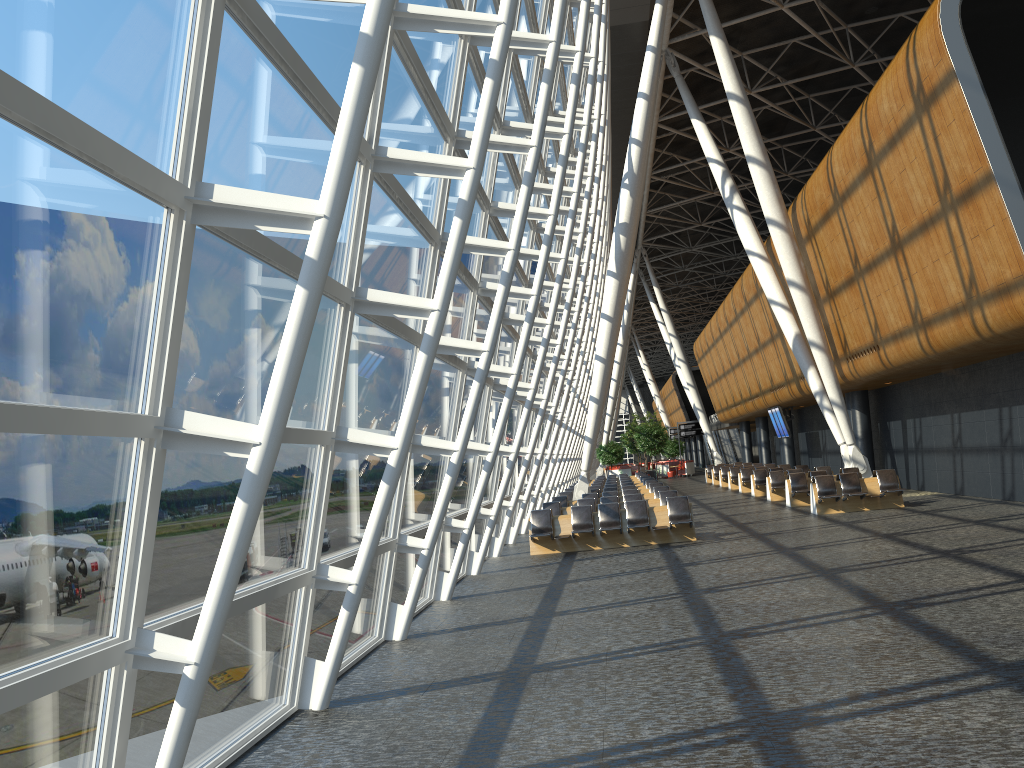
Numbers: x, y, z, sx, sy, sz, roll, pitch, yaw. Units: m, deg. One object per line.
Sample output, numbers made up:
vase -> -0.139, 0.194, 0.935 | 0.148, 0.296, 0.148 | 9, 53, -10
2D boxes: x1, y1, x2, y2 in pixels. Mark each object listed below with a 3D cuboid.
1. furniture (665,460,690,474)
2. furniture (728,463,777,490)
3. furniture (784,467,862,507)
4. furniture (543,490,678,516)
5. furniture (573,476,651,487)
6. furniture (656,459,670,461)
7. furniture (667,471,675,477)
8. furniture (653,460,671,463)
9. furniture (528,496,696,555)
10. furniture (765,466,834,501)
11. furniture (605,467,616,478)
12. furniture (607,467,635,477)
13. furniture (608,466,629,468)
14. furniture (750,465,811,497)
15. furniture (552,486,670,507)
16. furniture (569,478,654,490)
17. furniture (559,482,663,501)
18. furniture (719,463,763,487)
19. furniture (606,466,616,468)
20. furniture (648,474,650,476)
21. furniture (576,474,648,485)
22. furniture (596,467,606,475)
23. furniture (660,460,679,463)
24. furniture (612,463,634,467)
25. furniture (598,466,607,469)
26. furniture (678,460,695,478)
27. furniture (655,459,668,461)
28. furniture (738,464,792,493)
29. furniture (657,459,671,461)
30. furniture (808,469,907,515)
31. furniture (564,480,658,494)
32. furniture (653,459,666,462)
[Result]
furniture -> 11.268, 5.819, 60.554 | 0.885, 1.007, 2.847 | -5, -5, -26
furniture -> 9.587, 3.680, 35.081 | 1.899, 0.869, 1.662 | -6, -4, 6
furniture -> 8.199, 2.705, 23.166 | 1.899, 0.869, 1.662 | -6, -4, 6
furniture -> 2.318, 3.063, 20.612 | 3.255, 0.869, 1.662 | -6, -4, 7
furniture -> 4.053, 4.281, 35.506 | 3.255, 0.869, 1.662 | -6, -4, 7
furniture -> 16.919, 8.827, 98.002 | 1.899, 0.869, 1.662 | -6, -4, 6
furniture -> 10.115, 5.788, 56.022 | 0.444, 0.460, 0.442 | -7, -2, 19
furniture -> 12.232, 6.766, 71.715 | 2.815, 1.008, 0.894 | -2, -4, -41
furniture -> 1.971, 2.819, 17.633 | 3.255, 0.869, 1.662 | -6, -4, 7
furniture -> 8.546, 2.949, 26.145 | 1.899, 0.869, 1.662 | -6, -4, 6
furniture -> 6.950, 6.241, 60.379 | 0.891, 1.007, 2.826 | -6, -5, 19
furniture -> 7.120, 5.947, 57.426 | 0.885, 1.007, 2.847 | -5, -5, -26
furniture -> 7.987, 6.556, 64.868 | 0.885, 1.007, 2.847 | -5, -5, -26
furniture -> 8.893, 3.192, 29.123 | 1.899, 0.869, 1.662 | -6, -4, 6
furniture -> 2.665, 3.306, 23.591 | 3.255, 0.869, 1.662 | -6, -4, 7
furniture -> 3.706, 4.037, 32.527 | 3.255, 0.869, 1.662 | -6, -4, 7
furniture -> 3.012, 3.550, 26.569 | 3.255, 0.869, 1.662 | -6, -4, 7
furniture -> 9.934, 3.923, 38.060 | 1.899, 0.869, 1.662 | -6, -4, 6
furniture -> 7.817, 6.850, 67.821 | 0.891, 1.007, 2.826 | -6, -5, 19
furniture -> 8.510, 5.928, 55.777 | 0.441, 0.460, 0.446 | -4, -3, -41
furniture -> 4.400, 4.525, 38.485 | 3.255, 0.869, 1.662 | -6, -4, 7
furniture -> 9.303, 7.966, 80.554 | 3.255, 0.869, 1.662 | -6, -4, 7
furniture -> 12.135, 6.428, 67.996 | 0.885, 1.007, 2.847 | -5, -5, -26
furniture -> 9.724, 7.457, 76.375 | 2.815, 1.008, 0.894 | -2, -4, -41
furniture -> 9.997, 8.454, 86.512 | 3.255, 0.869, 1.662 | -6, -4, 7
furniture -> 11.438, 5.525, 57.601 | 0.891, 1.007, 2.826 | -6, -5, 19
furniture -> 17.266, 9.071, 100.981 | 1.899, 0.869, 1.662 | -6, -4, 6
furniture -> 9.240, 3.436, 32.102 | 1.899, 0.869, 1.662 | -6, -4, 6
furniture -> 16.572, 8.584, 95.023 | 1.899, 0.869, 1.662 | -6, -4, 6
furniture -> 7.852, 2.461, 20.187 | 1.899, 0.869, 1.662 | -6, -4, 6
furniture -> 3.359, 3.794, 29.548 | 3.255, 0.869, 1.662 | -6, -4, 7
furniture -> 17.614, 9.315, 103.960 | 1.899, 0.869, 1.662 | -6, -4, 6
